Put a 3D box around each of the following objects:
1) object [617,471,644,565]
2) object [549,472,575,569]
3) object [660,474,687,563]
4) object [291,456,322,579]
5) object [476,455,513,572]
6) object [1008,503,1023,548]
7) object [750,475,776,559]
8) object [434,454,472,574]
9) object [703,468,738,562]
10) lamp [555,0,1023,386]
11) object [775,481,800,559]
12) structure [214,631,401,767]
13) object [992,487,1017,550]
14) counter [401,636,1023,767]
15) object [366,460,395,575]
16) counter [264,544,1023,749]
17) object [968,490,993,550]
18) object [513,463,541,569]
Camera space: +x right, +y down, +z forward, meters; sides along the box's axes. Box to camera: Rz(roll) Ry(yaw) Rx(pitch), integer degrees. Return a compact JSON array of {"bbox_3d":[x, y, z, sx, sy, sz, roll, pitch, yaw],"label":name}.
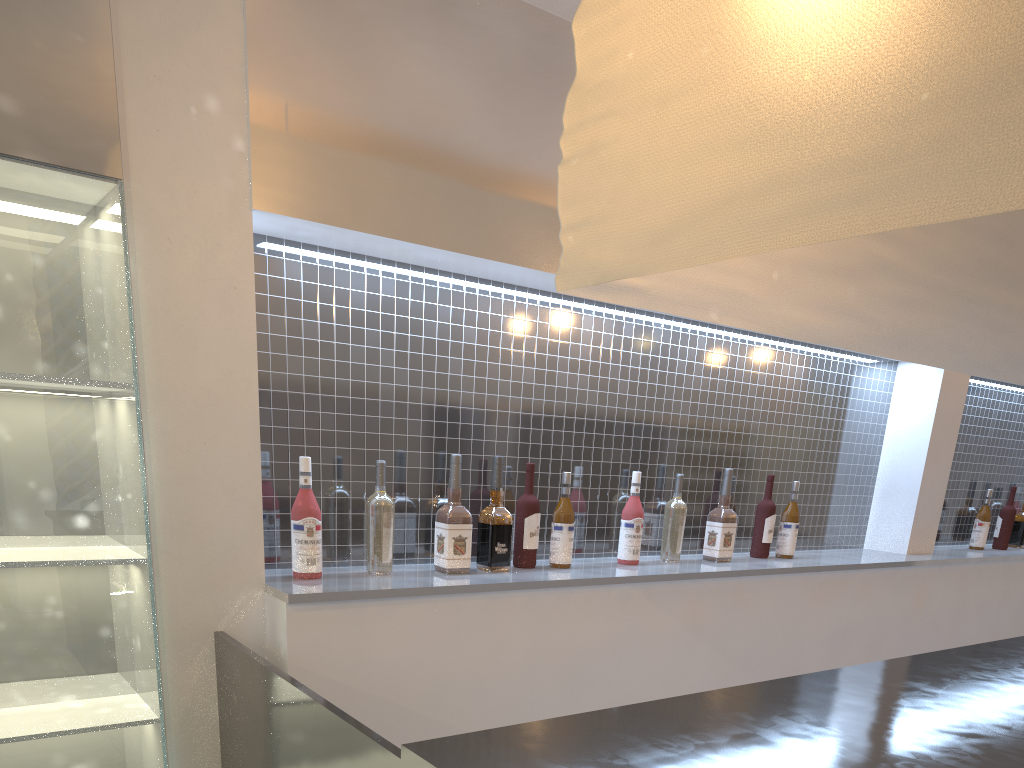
[{"bbox_3d":[0.236,0.264,1.613,0.043,0.198,0.040,-7,18,-34],"label":"object"},{"bbox_3d":[-0.881,0.077,0.820,2.427,0.320,0.054,6,11,-34],"label":"object"},{"bbox_3d":[0.334,0.277,1.690,0.045,0.199,0.042,6,15,11],"label":"object"},{"bbox_3d":[-0.556,-0.235,0.056,1.835,0.868,1.603,4,0,-38],"label":"object"},{"bbox_3d":[-0.853,0.081,0.832,2.072,0.315,0.098,6,11,-33],"label":"object"},{"bbox_3d":[1.589,0.411,2.553,0.045,0.217,0.043,-8,19,-35],"label":"object"},{"bbox_3d":[0.573,0.301,1.860,0.045,0.206,0.042,-11,21,-42],"label":"object"},{"bbox_3d":[-0.891,0.077,0.806,1.993,0.315,0.043,6,11,-34],"label":"object"},{"bbox_3d":[0.448,0.280,1.748,0.046,0.216,0.042,-7,18,-33],"label":"object"},{"bbox_3d":[1.105,-0.196,1.077,2.302,0.455,0.424,6,4,-35],"label":"lamp"},{"bbox_3d":[0.639,0.314,1.889,0.041,0.193,0.039,10,17,24],"label":"object"},{"bbox_3d":[-0.266,0.534,1.010,0.012,0.389,0.531,-9,10,-37],"label":"structure"},{"bbox_3d":[1.476,0.402,2.457,0.045,0.206,0.042,-11,21,-42],"label":"object"},{"bbox_3d":[1.153,0.630,1.196,2.515,0.397,0.780,6,-1,-35],"label":"counter"},{"bbox_3d":[-0.962,0.071,0.789,1.870,0.315,0.042,6,12,-34],"label":"object"},{"bbox_3d":[1.099,0.689,2.305,3.631,0.471,0.217,6,9,-35],"label":"counter"},{"bbox_3d":[1.379,0.399,2.410,0.041,0.193,0.039,10,17,24],"label":"object"},{"bbox_3d":[-0.833,0.086,0.880,2.141,0.315,0.062,6,11,-34],"label":"object"}]
